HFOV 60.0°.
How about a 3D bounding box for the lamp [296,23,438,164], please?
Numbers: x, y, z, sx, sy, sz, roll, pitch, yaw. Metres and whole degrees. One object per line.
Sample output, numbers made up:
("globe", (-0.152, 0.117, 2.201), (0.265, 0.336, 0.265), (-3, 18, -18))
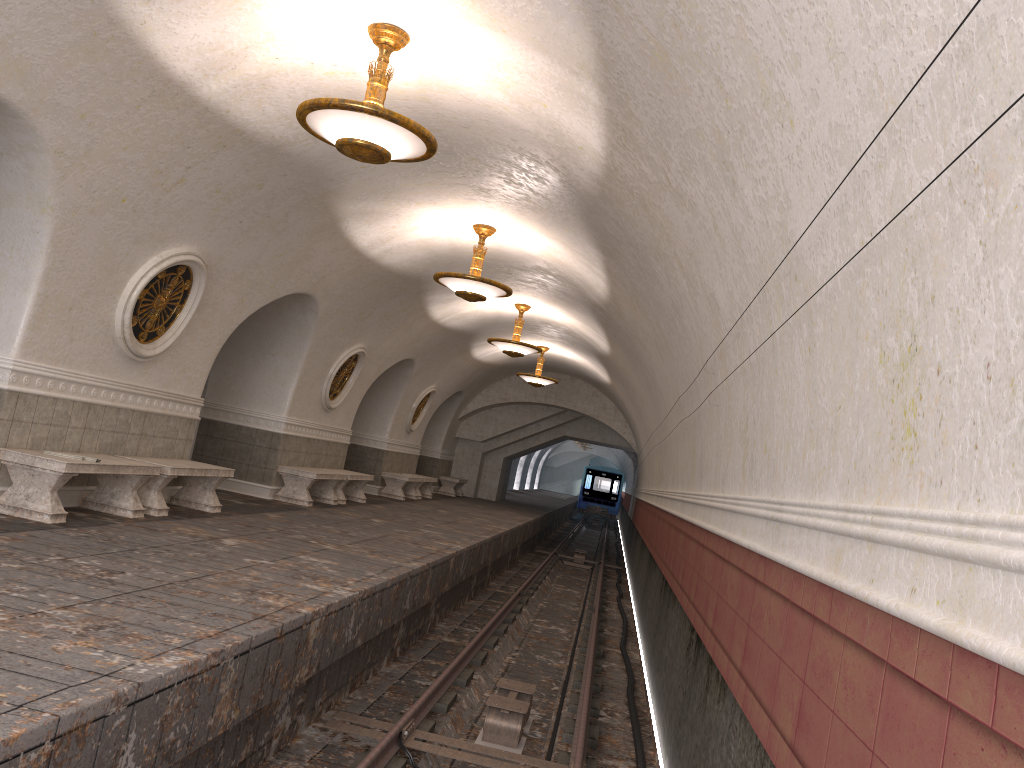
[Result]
("lamp", (-0.974, -2.039, 6.311), (1.008, 0.955, 1.008), (12, -5, -8))

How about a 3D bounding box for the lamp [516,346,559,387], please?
("lamp", (0.639, -0.387, 20.614), (1.008, 0.955, 1.008), (15, -7, -36))

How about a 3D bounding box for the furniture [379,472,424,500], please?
("furniture", (-2.452, 2.263, 19.606), (0.613, 0.508, 1.509), (10, -5, 8))

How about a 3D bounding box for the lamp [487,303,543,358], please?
("lamp", (0.101, -0.937, 15.846), (1.008, 0.955, 1.008), (9, -6, 23))

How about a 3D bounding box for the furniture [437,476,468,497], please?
("furniture", (-1.750, 2.981, 25.827), (0.613, 0.508, 1.509), (10, -5, 8))

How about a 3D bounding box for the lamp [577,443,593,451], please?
("lamp", (4.728, 3.804, 56.893), (1.008, 0.955, 1.008), (12, -5, -7))

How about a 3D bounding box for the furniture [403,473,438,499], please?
("furniture", (-2.265, 2.454, 21.266), (0.613, 0.508, 1.509), (10, -5, 8))

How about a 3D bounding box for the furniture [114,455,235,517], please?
("furniture", (-3.598, 1.088, 9.435), (0.613, 0.508, 1.509), (10, -5, 8))

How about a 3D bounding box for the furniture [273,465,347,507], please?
("furniture", (-3.115, 1.583, 13.719), (0.613, 0.508, 1.509), (10, -5, 8))

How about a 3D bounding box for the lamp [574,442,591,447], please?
("lamp", (4.191, 3.253, 52.124), (1.008, 0.955, 1.008), (12, -5, -7))

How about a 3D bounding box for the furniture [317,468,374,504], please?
("furniture", (-2.928, 1.774, 15.379), (0.613, 0.508, 1.509), (10, -5, 8))

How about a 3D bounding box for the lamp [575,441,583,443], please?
("lamp", (3.654, 2.703, 47.358), (1.008, 0.955, 1.008), (12, -5, -7))

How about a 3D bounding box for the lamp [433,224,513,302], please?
("lamp", (-0.436, -1.488, 11.080), (1.008, 0.955, 1.008), (9, -6, 23))

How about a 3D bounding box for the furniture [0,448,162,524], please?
("furniture", (-3.785, 0.896, 7.775), (0.613, 0.508, 1.509), (10, -5, 8))
